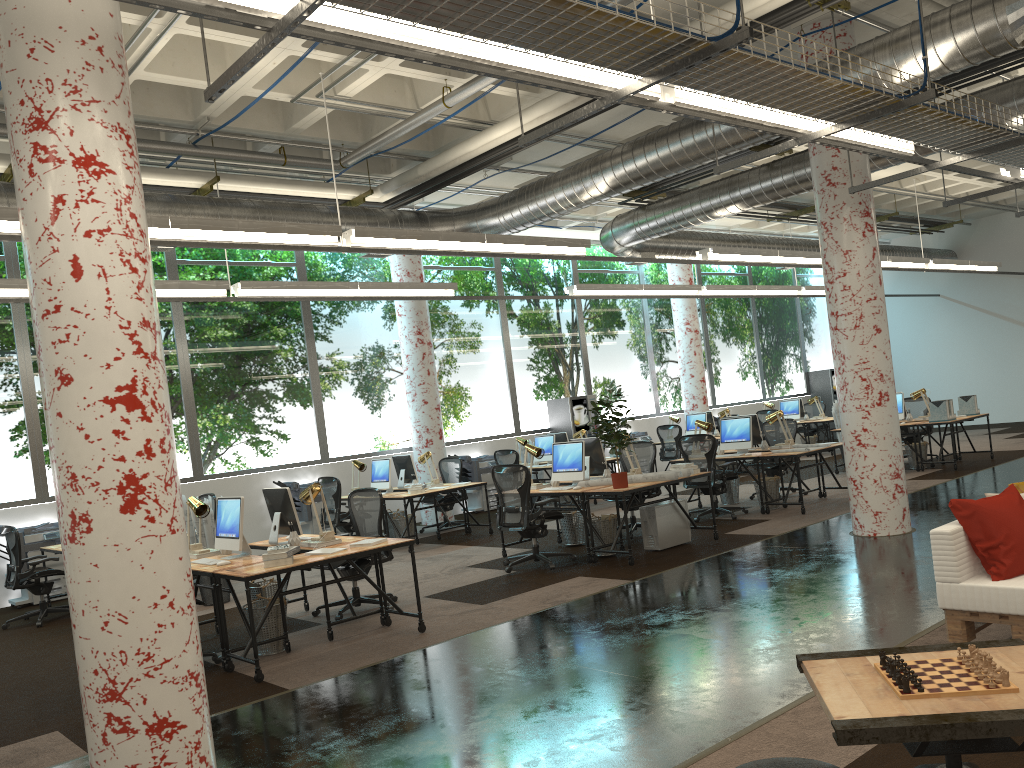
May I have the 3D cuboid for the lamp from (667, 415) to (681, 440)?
[{"bbox_3d":[3.137,0.917,17.401,0.218,0.611,0.529,-7,0,-21],"label":"lamp"}]

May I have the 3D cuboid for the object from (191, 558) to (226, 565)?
[{"bbox_3d":[-2.369,1.384,6.901,0.118,0.017,0.440,-5,-3,-41],"label":"object"}]

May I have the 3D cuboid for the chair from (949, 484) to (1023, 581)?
[{"bbox_3d":[2.591,0.784,4.661,0.533,0.445,0.302,-7,0,-24],"label":"chair"}]

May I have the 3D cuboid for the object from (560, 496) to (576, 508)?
[{"bbox_3d":[0.884,1.784,14.189,0.352,0.435,0.360,-7,0,-44],"label":"object"}]

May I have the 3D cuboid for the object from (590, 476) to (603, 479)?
[{"bbox_3d":[1.068,1.068,10.173,0.118,0.017,0.440,-5,-3,-41],"label":"object"}]

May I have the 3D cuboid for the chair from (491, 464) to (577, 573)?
[{"bbox_3d":[0.167,1.333,9.121,0.772,1.086,0.790,-7,0,33],"label":"chair"}]

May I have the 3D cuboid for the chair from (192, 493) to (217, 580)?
[{"bbox_3d":[-3.869,1.911,10.856,0.772,1.086,0.790,-7,0,33],"label":"chair"}]

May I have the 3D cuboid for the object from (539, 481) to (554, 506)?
[{"bbox_3d":[0.627,1.853,15.179,0.353,0.435,0.369,-7,0,-5],"label":"object"}]

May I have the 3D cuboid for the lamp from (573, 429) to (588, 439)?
[{"bbox_3d":[1.211,1.043,14.529,0.218,0.611,0.529,-7,0,-21],"label":"lamp"}]

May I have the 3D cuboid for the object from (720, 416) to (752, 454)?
[{"bbox_3d":[2.948,0.679,11.586,0.189,0.485,0.485,-7,0,-41],"label":"object"}]

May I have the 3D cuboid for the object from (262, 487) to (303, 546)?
[{"bbox_3d":[-1.983,1.127,7.564,0.189,0.485,0.485,-7,0,-41],"label":"object"}]

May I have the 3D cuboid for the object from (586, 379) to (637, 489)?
[{"bbox_3d":[0.979,0.490,8.693,0.515,1.078,0.437,-7,1,40],"label":"object"}]

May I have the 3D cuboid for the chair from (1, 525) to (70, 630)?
[{"bbox_3d":[-5.118,2.013,9.537,0.772,1.086,0.790,-7,0,33],"label":"chair"}]

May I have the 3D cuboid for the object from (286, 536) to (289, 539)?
[{"bbox_3d":[-1.978,1.369,7.947,0.106,0.029,0.060,-5,-2,-40],"label":"object"}]

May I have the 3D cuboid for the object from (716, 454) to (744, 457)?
[{"bbox_3d":[2.792,0.928,11.465,0.118,0.017,0.440,-5,-3,-41],"label":"object"}]

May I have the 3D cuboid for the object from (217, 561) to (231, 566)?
[{"bbox_3d":[-2.164,1.343,6.647,0.106,0.029,0.060,-5,-2,-40],"label":"object"}]

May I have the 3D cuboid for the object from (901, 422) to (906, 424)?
[{"bbox_3d":[6.063,0.609,13.717,0.106,0.029,0.060,-5,-2,-40],"label":"object"}]

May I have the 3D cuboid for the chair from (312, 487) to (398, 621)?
[{"bbox_3d":[-1.422,1.504,7.959,0.772,1.086,0.790,-7,0,33],"label":"chair"}]

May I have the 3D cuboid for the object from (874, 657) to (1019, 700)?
[{"bbox_3d":[1.115,0.761,2.299,0.273,0.012,0.273,-7,-2,9],"label":"object"}]

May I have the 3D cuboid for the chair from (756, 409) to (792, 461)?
[{"bbox_3d":[5.549,1.062,18.712,0.772,1.086,0.790,-7,0,33],"label":"chair"}]

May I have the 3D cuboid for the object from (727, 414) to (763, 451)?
[{"bbox_3d":[3.178,0.672,12.128,0.189,0.485,0.485,-7,0,-41],"label":"object"}]

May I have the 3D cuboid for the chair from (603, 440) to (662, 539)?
[{"bbox_3d":[1.417,1.230,10.439,0.772,1.086,0.790,-7,0,33],"label":"chair"}]

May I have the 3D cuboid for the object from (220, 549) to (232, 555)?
[{"bbox_3d":[-2.369,1.304,7.320,0.101,0.209,0.101,-7,0,4],"label":"object"}]

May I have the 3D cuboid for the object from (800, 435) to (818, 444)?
[{"bbox_3d":[6.340,1.297,18.882,0.352,0.435,0.360,-7,0,-44],"label":"object"}]

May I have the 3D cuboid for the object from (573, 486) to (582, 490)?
[{"bbox_3d":[0.675,1.069,9.127,0.106,0.029,0.060,-5,-2,-40],"label":"object"}]

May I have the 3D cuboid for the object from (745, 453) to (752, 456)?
[{"bbox_3d":[2.997,0.887,11.211,0.106,0.029,0.060,-5,-2,-40],"label":"object"}]

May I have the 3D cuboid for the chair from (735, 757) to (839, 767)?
[{"bbox_3d":[0.774,1.323,2.402,0.346,0.497,0.337,-7,0,9],"label":"chair"}]

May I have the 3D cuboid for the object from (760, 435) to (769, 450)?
[{"bbox_3d":[3.367,0.777,11.834,0.101,0.209,0.101,-7,0,4],"label":"object"}]

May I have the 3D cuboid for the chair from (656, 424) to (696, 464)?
[{"bbox_3d":[3.099,1.280,16.604,0.772,1.086,0.790,-7,0,33],"label":"chair"}]

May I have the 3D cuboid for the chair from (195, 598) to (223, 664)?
[{"bbox_3d":[-2.671,1.606,6.640,0.772,1.086,0.790,-7,0,33],"label":"chair"}]

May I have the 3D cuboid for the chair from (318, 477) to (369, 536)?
[{"bbox_3d":[-2.264,1.759,11.992,0.772,1.086,0.790,-7,0,33],"label":"chair"}]

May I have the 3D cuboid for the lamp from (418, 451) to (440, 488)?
[{"bbox_3d":[-1.150,1.254,12.501,0.208,0.611,0.529,-7,0,-21],"label":"lamp"}]

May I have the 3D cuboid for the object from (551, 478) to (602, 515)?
[{"bbox_3d":[0.776,1.348,9.545,0.851,0.934,0.104,-7,0,44],"label":"object"}]

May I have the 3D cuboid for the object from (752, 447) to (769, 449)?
[{"bbox_3d":[3.390,0.885,12.256,0.118,0.017,0.440,-5,-3,-41],"label":"object"}]

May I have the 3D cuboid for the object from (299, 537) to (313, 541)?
[{"bbox_3d":[-1.771,1.341,7.692,0.118,0.017,0.440,-5,-3,-41],"label":"object"}]

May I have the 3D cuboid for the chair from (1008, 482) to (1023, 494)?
[{"bbox_3d":[3.229,0.730,5.189,0.545,0.438,0.317,-6,0,-28],"label":"chair"}]

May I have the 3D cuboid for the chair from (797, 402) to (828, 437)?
[{"bbox_3d":[6.799,0.959,20.030,0.772,1.086,0.790,-7,0,33],"label":"chair"}]

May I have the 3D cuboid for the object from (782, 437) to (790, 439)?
[{"bbox_3d":[6.086,1.366,19.870,0.352,0.435,0.360,-7,0,-44],"label":"object"}]

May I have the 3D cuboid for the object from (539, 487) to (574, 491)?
[{"bbox_3d":[0.469,1.110,9.381,0.118,0.017,0.440,-5,-3,-41],"label":"object"}]

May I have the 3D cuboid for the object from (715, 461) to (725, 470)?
[{"bbox_3d":[2.596,1.645,15.984,3.400,0.437,0.367,-6,-1,-31],"label":"object"}]

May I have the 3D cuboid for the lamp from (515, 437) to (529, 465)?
[{"bbox_3d":[0.135,1.185,14.817,0.208,0.611,0.529,-7,0,-21],"label":"lamp"}]

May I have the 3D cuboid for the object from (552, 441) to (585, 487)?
[{"bbox_3d":[0.626,0.861,9.502,0.189,0.485,0.485,-7,0,-41],"label":"object"}]

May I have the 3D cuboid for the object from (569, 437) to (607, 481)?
[{"bbox_3d":[0.855,0.854,10.044,0.189,0.485,0.485,-7,0,-41],"label":"object"}]

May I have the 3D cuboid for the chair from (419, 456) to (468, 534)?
[{"bbox_3d":[-1.014,1.656,13.311,0.772,1.086,0.790,-7,0,33],"label":"chair"}]

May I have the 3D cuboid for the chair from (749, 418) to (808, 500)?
[{"bbox_3d":[3.739,1.048,12.523,0.772,1.086,0.790,-7,0,33],"label":"chair"}]

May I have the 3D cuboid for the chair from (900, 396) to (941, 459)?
[{"bbox_3d":[6.805,0.770,15.030,0.772,1.086,0.790,-7,0,33],"label":"chair"}]

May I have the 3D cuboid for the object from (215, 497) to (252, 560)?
[{"bbox_3d":[-2.213,1.135,7.022,0.189,0.485,0.485,-7,0,-41],"label":"object"}]

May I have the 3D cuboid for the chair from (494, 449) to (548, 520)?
[{"bbox_3d":[0.093,1.548,14.019,0.772,1.086,0.790,-7,0,33],"label":"chair"}]

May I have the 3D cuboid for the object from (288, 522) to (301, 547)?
[{"bbox_3d":[-1.794,1.232,7.270,0.101,0.209,0.101,-7,0,4],"label":"object"}]

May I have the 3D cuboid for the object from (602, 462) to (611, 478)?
[{"bbox_3d":[1.045,0.959,9.750,0.101,0.209,0.101,-7,0,4],"label":"object"}]

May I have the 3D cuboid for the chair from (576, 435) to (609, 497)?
[{"bbox_3d":[1.342,1.446,15.337,0.772,1.086,0.790,-7,0,33],"label":"chair"}]

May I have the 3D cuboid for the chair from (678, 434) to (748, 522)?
[{"bbox_3d":[2.490,1.151,11.204,0.772,1.086,0.790,-7,0,33],"label":"chair"}]

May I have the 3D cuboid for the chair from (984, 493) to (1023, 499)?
[{"bbox_3d":[2.963,0.770,4.919,0.523,0.401,0.332,-7,0,-22],"label":"chair"}]

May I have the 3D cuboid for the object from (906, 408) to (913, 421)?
[{"bbox_3d":[6.433,0.498,14.341,0.101,0.209,0.101,-7,0,4],"label":"object"}]

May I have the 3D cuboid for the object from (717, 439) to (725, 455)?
[{"bbox_3d":[2.792,0.849,11.884,0.101,0.209,0.101,-7,0,4],"label":"object"}]

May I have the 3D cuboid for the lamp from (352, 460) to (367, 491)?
[{"bbox_3d":[-2.226,1.396,12.789,0.218,0.611,0.529,-7,0,-21],"label":"lamp"}]

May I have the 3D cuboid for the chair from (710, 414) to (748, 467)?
[{"bbox_3d":[4.349,1.178,17.923,0.772,1.086,0.790,-7,0,33],"label":"chair"}]
